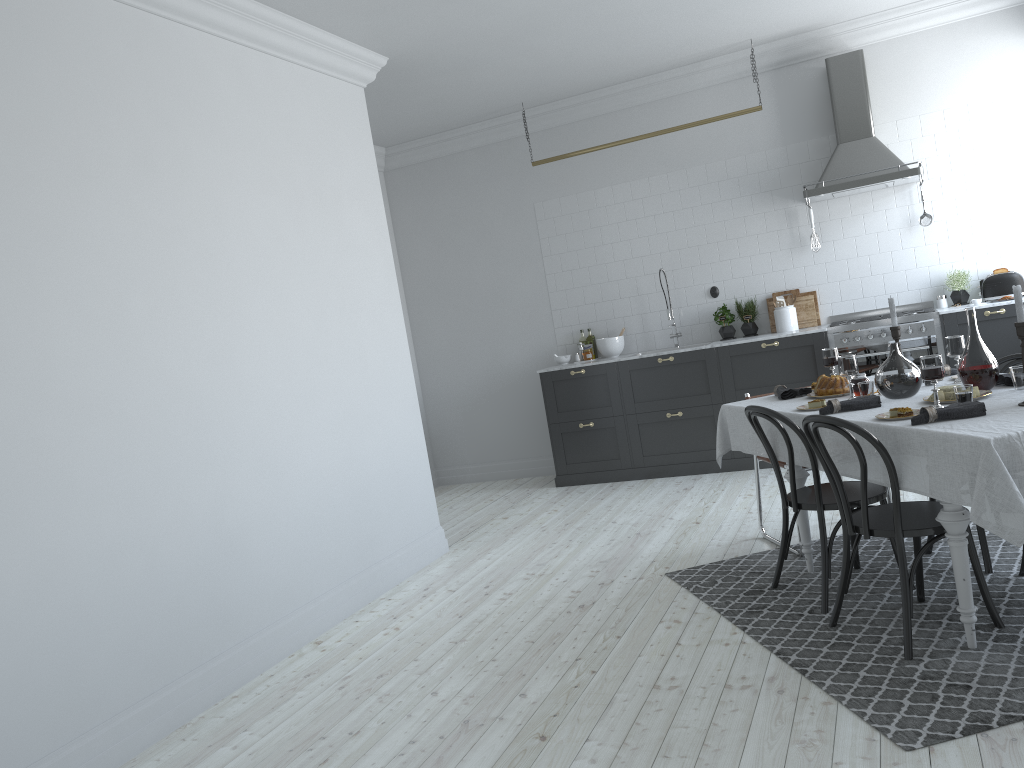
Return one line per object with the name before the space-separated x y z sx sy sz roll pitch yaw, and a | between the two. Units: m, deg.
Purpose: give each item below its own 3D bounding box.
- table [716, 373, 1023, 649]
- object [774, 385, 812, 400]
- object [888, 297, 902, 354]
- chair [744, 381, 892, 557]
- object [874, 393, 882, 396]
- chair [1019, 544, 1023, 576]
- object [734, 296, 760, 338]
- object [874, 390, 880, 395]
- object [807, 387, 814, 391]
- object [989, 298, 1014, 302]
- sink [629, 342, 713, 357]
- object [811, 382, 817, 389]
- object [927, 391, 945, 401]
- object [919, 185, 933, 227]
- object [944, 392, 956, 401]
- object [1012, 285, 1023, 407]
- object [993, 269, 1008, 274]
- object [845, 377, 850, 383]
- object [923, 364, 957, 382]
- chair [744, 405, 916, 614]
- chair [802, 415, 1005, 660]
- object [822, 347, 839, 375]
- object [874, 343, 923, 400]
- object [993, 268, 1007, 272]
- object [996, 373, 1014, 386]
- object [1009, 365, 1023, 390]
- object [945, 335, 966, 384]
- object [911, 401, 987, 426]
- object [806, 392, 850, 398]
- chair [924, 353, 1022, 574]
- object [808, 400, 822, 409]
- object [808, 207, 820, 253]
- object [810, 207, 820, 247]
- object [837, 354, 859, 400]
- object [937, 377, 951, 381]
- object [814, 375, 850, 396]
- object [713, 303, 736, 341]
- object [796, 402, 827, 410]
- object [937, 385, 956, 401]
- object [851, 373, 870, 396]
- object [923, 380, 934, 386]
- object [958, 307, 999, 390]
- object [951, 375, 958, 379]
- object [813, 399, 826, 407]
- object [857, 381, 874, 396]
table | 1.856 0.461 3.822 1.210 0.842 2.179 -10 3 -10
object | 1.389 0.043 4.560 0.165 0.061 0.247 -11 4 -27
object | 1.768 -0.182 4.068 0.089 0.432 0.089 -13 5 -44
chair | 1.660 0.439 4.861 0.546 0.837 0.593 -10 3 -5
object | 1.663 0.051 4.060 0.150 0.009 0.075 -12 4 -32
chair | 2.362 0.360 3.586 0.564 0.909 0.463 -9 3 2
object | 1.971 -0.579 7.431 0.196 0.367 0.186 -11 4 -22
object | 1.644 0.041 4.048 0.167 0.031 0.031 -12 4 -32
object | 1.629 0.020 4.651 0.182 0.013 0.182 -8 4 23
object | 3.596 -0.614 6.463 0.209 0.011 0.209 -11 4 -29
sink | 1.355 -0.191 7.497 0.669 0.203 0.384 -8 4 23
object | 1.605 0.008 4.670 0.057 0.041 0.038 -12 4 -33
object | 1.705 0.046 3.570 0.039 0.040 0.078 -10 3 -2
object | 3.188 -1.385 6.867 0.101 0.331 0.030 -7 4 34
object | 1.755 0.051 3.532 0.077 0.040 0.040 -6 5 42
object | 1.834 -0.140 3.174 0.089 0.432 0.089 -13 5 -44
object | 3.672 -0.809 6.654 0.107 0.110 0.010 -8 4 28
object | 1.702 -0.022 4.444 0.066 0.094 0.066 -9 3 12
object | 2.036 -0.053 4.344 0.247 0.061 0.165 -11 4 -27
chair | 1.404 0.496 4.016 0.564 0.909 0.463 -10 3 -13
chair | 1.482 0.516 3.451 0.564 0.909 0.463 -11 4 -18
object | 1.632 -0.074 4.517 0.083 0.215 0.083 -8 4 28
object | 1.674 -0.057 3.854 0.194 0.245 0.194 -9 3 6
object | 3.707 -0.823 6.722 0.107 0.110 0.010 -8 4 28
object | 2.151 -0.036 3.741 0.247 0.061 0.165 -11 4 -27
object | 2.033 -0.024 3.550 0.066 0.094 0.066 -7 4 34
object | 2.018 -0.109 4.019 0.083 0.215 0.083 -8 4 28
object | 1.562 0.098 3.152 0.247 0.061 0.165 -11 4 -27
object | 1.574 0.046 4.341 0.251 0.018 0.251 -8 4 23
chair | 2.233 0.348 4.150 0.564 0.909 0.463 -10 3 -13
object | 1.361 0.092 3.986 0.057 0.037 0.021 -9 3 14
object | 2.435 -1.252 7.171 0.074 0.381 0.076 -9 3 4
object | 2.442 -1.279 7.201 0.066 0.332 0.024 -8 4 28
object | 1.509 -0.020 3.961 0.083 0.215 0.083 -8 4 28
object | 2.064 -0.027 4.223 0.131 0.012 0.031 -11 4 -24
object | 1.556 0.007 4.336 0.191 0.105 0.164 -6 5 43
object | 1.803 -0.528 7.523 0.172 0.311 0.179 -7 4 34
object | 1.376 0.102 3.991 0.182 0.013 0.182 -7 4 38
object | 1.776 0.036 3.612 0.100 0.056 0.056 -7 4 40
object | 1.635 0.003 4.163 0.091 0.101 0.091 -11 4 -22
object | 1.925 -0.038 4.096 0.066 0.094 0.066 -9 3 12
object | 1.931 -0.145 3.694 0.152 0.352 0.152 -11 4 -16
object | 2.145 -0.036 4.128 0.182 0.013 0.182 -8 4 23
object | 1.387 0.086 4.005 0.057 0.037 0.021 -7 5 41
object | 1.549 0.038 3.872 0.066 0.094 0.066 -9 3 12
